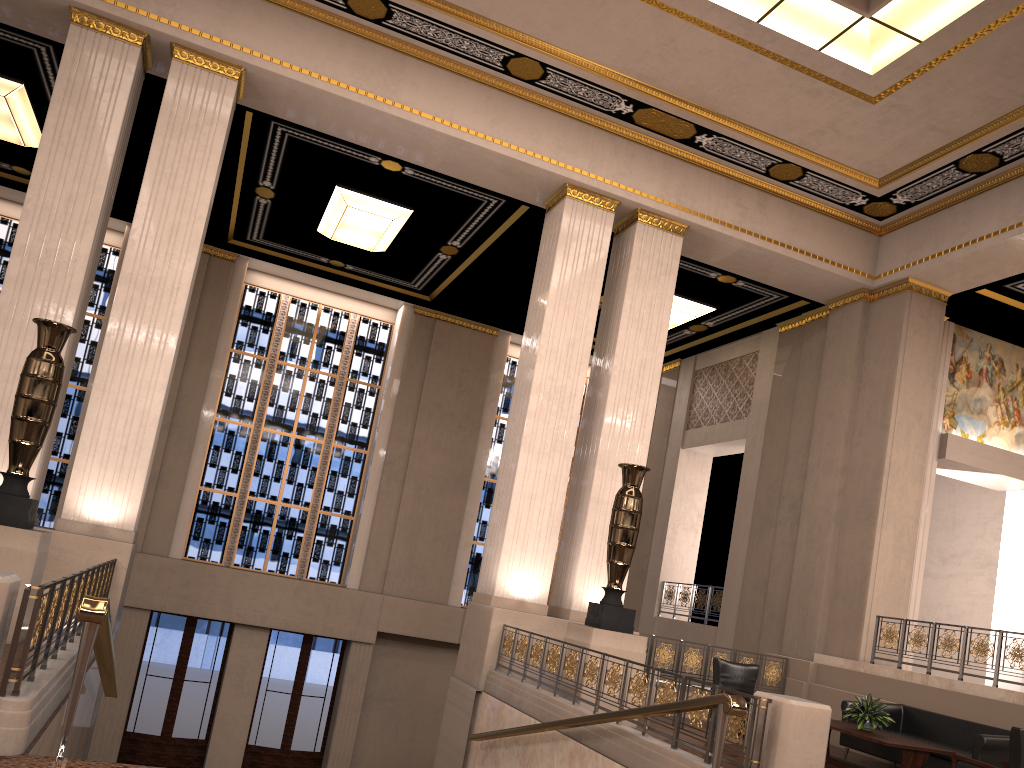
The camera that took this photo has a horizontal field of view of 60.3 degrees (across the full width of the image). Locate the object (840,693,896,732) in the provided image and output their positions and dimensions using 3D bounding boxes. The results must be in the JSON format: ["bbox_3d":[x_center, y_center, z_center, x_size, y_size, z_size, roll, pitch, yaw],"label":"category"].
[{"bbox_3d":[3.574,3.296,8.856,0.500,0.371,0.536,8,-11,13],"label":"object"}]

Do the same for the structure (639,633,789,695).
[{"bbox_3d":[2.581,3.777,11.658,2.556,0.646,0.032,15,-8,-19],"label":"structure"}]

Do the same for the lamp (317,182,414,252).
[{"bbox_3d":[-2.364,-2.516,13.870,1.177,0.211,2.037,15,-14,-18],"label":"lamp"}]

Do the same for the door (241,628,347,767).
[{"bbox_3d":[-4.044,5.947,16.354,1.503,2.687,0.156,13,-8,-19],"label":"door"}]

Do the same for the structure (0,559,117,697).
[{"bbox_3d":[-3.180,1.626,6.525,0.080,0.528,4.989,13,-13,-17],"label":"structure"}]

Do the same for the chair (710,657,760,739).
[{"bbox_3d":[2.745,3.711,10.350,0.654,0.832,0.722,14,-10,-23],"label":"chair"}]

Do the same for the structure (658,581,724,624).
[{"bbox_3d":[3.210,3.902,15.716,0.031,0.657,2.177,13,-13,-18],"label":"structure"}]

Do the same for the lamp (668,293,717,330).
[{"bbox_3d":[2.565,-1.203,15.633,1.177,0.211,2.037,15,-14,-18],"label":"lamp"}]

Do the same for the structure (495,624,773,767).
[{"bbox_3d":[0.718,2.665,7.920,0.080,0.528,4.986,13,-13,-18],"label":"structure"}]

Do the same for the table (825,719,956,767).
[{"bbox_3d":[3.510,3.694,8.825,0.845,0.429,1.490,14,-13,-18],"label":"table"}]

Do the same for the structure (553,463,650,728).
[{"bbox_3d":[1.120,2.266,9.700,0.706,2.750,0.704,13,-8,-19],"label":"structure"}]

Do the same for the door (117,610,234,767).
[{"bbox_3d":[-5.968,5.435,15.666,1.503,2.687,0.156,13,-8,-19],"label":"door"}]

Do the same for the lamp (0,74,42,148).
[{"bbox_3d":[-7.208,-3.807,12.138,1.177,0.211,2.037,15,-14,-18],"label":"lamp"}]

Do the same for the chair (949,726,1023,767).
[{"bbox_3d":[4.077,3.202,7.180,0.653,0.832,0.723,14,-10,-18],"label":"chair"}]

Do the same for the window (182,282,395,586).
[{"bbox_3d":[-4.236,1.006,17.058,3.012,5.285,0.070,13,-8,-19],"label":"window"}]

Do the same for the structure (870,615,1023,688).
[{"bbox_3d":[5.293,2.993,9.602,0.032,0.614,3.732,13,-13,-18],"label":"structure"}]

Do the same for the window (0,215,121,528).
[{"bbox_3d":[-8.936,-0.246,15.376,3.012,5.285,0.070,13,-8,-19],"label":"window"}]

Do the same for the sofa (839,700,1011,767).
[{"bbox_3d":[4.379,3.791,9.147,0.882,0.695,1.942,14,-13,-18],"label":"sofa"}]

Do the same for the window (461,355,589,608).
[{"bbox_3d":[0.627,2.302,18.797,3.012,5.285,0.070,13,-8,-19],"label":"window"}]

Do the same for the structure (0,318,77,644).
[{"bbox_3d":[-4.341,0.811,7.747,0.706,2.750,0.704,13,-8,-19],"label":"structure"}]
